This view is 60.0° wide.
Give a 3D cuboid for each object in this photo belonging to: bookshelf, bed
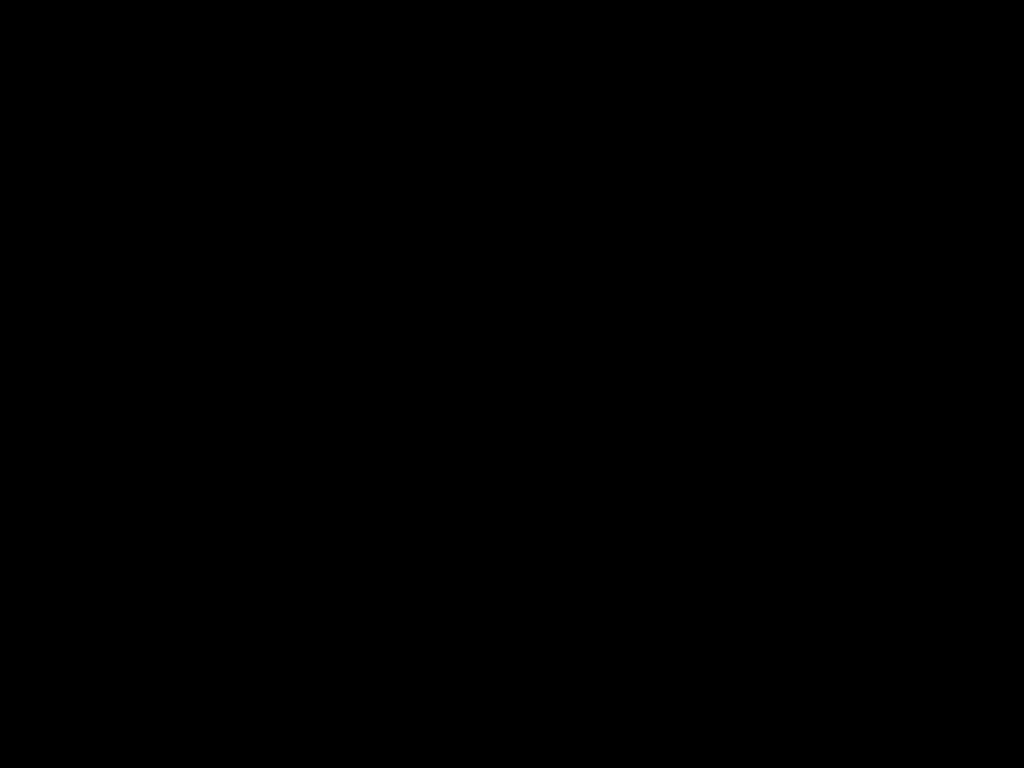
[{"bbox_3d":[-0.395,0.285,2.726,1.495,0.303,0.643,-11,-4,-24],"label":"bookshelf"},{"bbox_3d":[0.228,-0.320,1.083,2.087,0.994,3.009,-11,-4,-24],"label":"bed"}]

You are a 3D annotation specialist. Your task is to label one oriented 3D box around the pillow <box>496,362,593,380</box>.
[{"bbox_3d":[-0.070,-0.063,2.645,0.470,0.241,0.498,-15,-5,31],"label":"pillow"}]
